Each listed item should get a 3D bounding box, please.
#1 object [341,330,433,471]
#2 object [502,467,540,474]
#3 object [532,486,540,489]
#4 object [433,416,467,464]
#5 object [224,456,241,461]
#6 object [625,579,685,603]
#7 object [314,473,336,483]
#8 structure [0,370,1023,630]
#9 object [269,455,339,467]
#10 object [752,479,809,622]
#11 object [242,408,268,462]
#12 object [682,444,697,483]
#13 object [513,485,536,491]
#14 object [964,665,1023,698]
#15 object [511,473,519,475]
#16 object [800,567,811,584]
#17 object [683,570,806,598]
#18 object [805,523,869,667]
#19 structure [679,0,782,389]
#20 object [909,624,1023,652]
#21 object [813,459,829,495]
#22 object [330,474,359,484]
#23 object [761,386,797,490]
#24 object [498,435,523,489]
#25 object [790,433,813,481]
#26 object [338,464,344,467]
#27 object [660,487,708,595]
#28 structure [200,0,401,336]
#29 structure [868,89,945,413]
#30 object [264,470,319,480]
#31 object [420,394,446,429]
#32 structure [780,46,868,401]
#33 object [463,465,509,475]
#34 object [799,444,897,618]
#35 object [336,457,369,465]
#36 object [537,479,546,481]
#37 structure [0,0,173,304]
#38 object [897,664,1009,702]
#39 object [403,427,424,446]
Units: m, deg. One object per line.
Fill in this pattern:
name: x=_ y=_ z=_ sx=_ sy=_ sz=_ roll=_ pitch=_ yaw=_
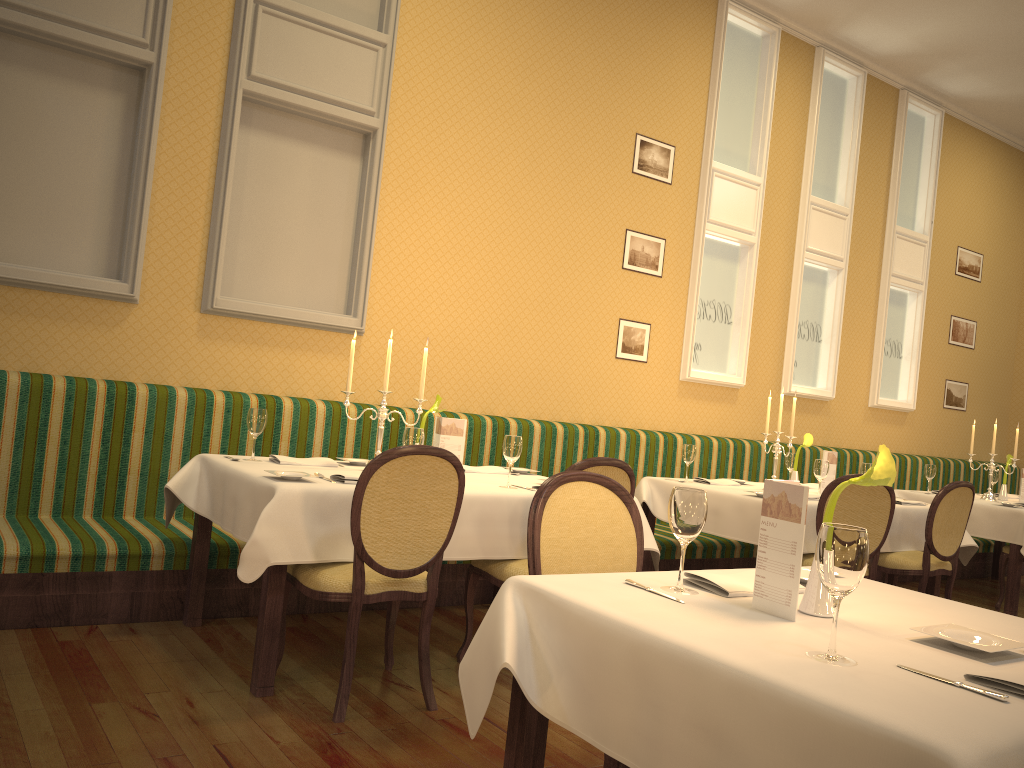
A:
object: x=-0.575 y=0.073 z=3.984 sx=0.390 sy=0.655 sz=0.131 roll=6 pitch=-1 yaw=-16
object: x=0.041 y=0.466 z=4.735 sx=0.160 sy=0.024 sz=0.160 roll=7 pitch=-1 yaw=-35
object: x=0.240 y=0.475 z=3.998 sx=0.273 sy=0.024 sz=0.142 roll=7 pitch=-1 yaw=-35
object: x=-0.309 y=0.289 z=4.010 sx=0.166 sy=0.277 sz=0.081 roll=6 pitch=-1 yaw=27
object: x=-1.214 y=0.320 z=3.848 sx=0.038 sy=0.015 sz=0.181 roll=7 pitch=-1 yaw=-33
object: x=0.311 y=0.450 z=1.929 sx=0.017 sy=0.010 sz=0.185 roll=7 pitch=-1 yaw=-33
object: x=-0.728 y=0.365 z=3.450 sx=0.038 sy=0.015 sz=0.181 roll=7 pitch=-1 yaw=-33
structure: x=-0.365 y=0.690 z=5.235 sx=14.516 sy=1.031 sz=0.850 roll=7 pitch=-1 yaw=-35
object: x=-0.932 y=0.346 z=3.973 sx=0.273 sy=0.033 sz=0.142 roll=7 pitch=-1 yaw=-35
object: x=0.563 y=0.343 z=1.878 sx=0.081 sy=0.277 sz=0.166 roll=6 pitch=-1 yaw=12
object: x=-1.127 y=0.222 z=3.895 sx=0.088 sy=0.229 sz=0.088 roll=6 pitch=-1 yaw=13
object: x=1.079 y=0.485 z=5.436 sx=0.088 sy=0.229 sz=0.088 roll=6 pitch=-1 yaw=13
object: x=0.047 y=0.458 z=3.944 sx=0.017 sy=0.010 sz=0.185 roll=7 pitch=-1 yaw=-35
object: x=0.906 y=0.500 z=1.501 sx=0.273 sy=0.024 sz=0.142 roll=7 pitch=-1 yaw=-35
object: x=-0.017 y=0.462 z=4.639 sx=0.038 sy=0.015 sz=0.181 roll=7 pitch=-1 yaw=-33
object: x=0.752 y=0.497 z=2.269 sx=0.160 sy=0.024 sz=0.160 roll=7 pitch=-1 yaw=-35
object: x=0.550 y=0.469 z=2.091 sx=0.273 sy=0.033 sz=0.142 roll=7 pitch=-1 yaw=-35
object: x=0.561 y=0.359 z=1.526 sx=0.088 sy=0.229 sz=0.088 roll=6 pitch=-1 yaw=13
structure: x=1.717 y=-1.480 z=7.061 sx=0.687 sy=2.985 sz=0.200 roll=7 pitch=-1 yaw=-35
object: x=0.885 y=0.501 z=1.716 sx=0.160 sy=0.024 sz=0.160 roll=7 pitch=-1 yaw=-35
object: x=1.796 y=0.557 z=5.169 sx=0.088 sy=0.229 sz=0.088 roll=6 pitch=-1 yaw=13
object: x=-0.563 y=0.376 z=3.499 sx=0.273 sy=0.033 sz=0.142 roll=7 pitch=-1 yaw=-35
object: x=1.636 y=0.335 z=5.459 sx=0.131 sy=0.655 sz=0.390 roll=6 pitch=-1 yaw=-21
object: x=-0.005 y=0.342 z=3.899 sx=0.088 sy=0.229 sz=0.088 roll=6 pitch=-1 yaw=13
object: x=1.807 y=0.492 z=5.566 sx=0.076 sy=0.375 sz=0.163 roll=6 pitch=-1 yaw=-13
object: x=-0.811 y=0.370 z=4.107 sx=0.017 sy=0.010 sz=0.185 roll=7 pitch=-1 yaw=-33
object: x=0.386 y=0.349 z=1.985 sx=0.088 sy=0.229 sz=0.088 roll=6 pitch=-1 yaw=13
structure: x=-1.127 y=-1.878 z=5.071 sx=0.956 sy=3.103 sz=0.200 roll=7 pitch=-1 yaw=-35
structure: x=3.729 y=-1.240 z=8.465 sx=0.670 sy=2.985 sz=0.200 roll=7 pitch=-1 yaw=-35
object: x=-0.828 y=0.348 z=3.321 sx=0.160 sy=0.024 sz=0.160 roll=7 pitch=-1 yaw=-35
object: x=-0.401 y=0.232 z=4.185 sx=0.076 sy=0.375 sz=0.163 roll=5 pitch=-1 yaw=37
structure: x=2.693 y=-1.364 z=7.742 sx=0.661 sy=2.985 sz=0.200 roll=7 pitch=-1 yaw=-35
object: x=-0.161 y=0.438 z=4.556 sx=0.273 sy=0.033 sz=0.142 roll=7 pitch=-1 yaw=-35
object: x=0.707 y=0.307 z=1.870 sx=0.163 sy=0.375 sz=0.076 roll=5 pitch=-1 yaw=32
object: x=-0.734 y=0.374 z=4.216 sx=0.160 sy=0.024 sz=0.160 roll=7 pitch=-1 yaw=-35
object: x=0.219 y=0.475 z=4.213 sx=0.160 sy=0.024 sz=0.160 roll=7 pitch=-1 yaw=-35
structure: x=-2.164 y=-2.002 z=4.347 sx=0.956 sy=3.103 sz=0.200 roll=7 pitch=-1 yaw=-35
object: x=0.713 y=0.484 z=1.448 sx=0.017 sy=0.010 sz=0.185 roll=7 pitch=-1 yaw=-35
object: x=-0.411 y=0.294 z=3.628 sx=0.088 sy=0.229 sz=0.088 roll=6 pitch=-1 yaw=13
